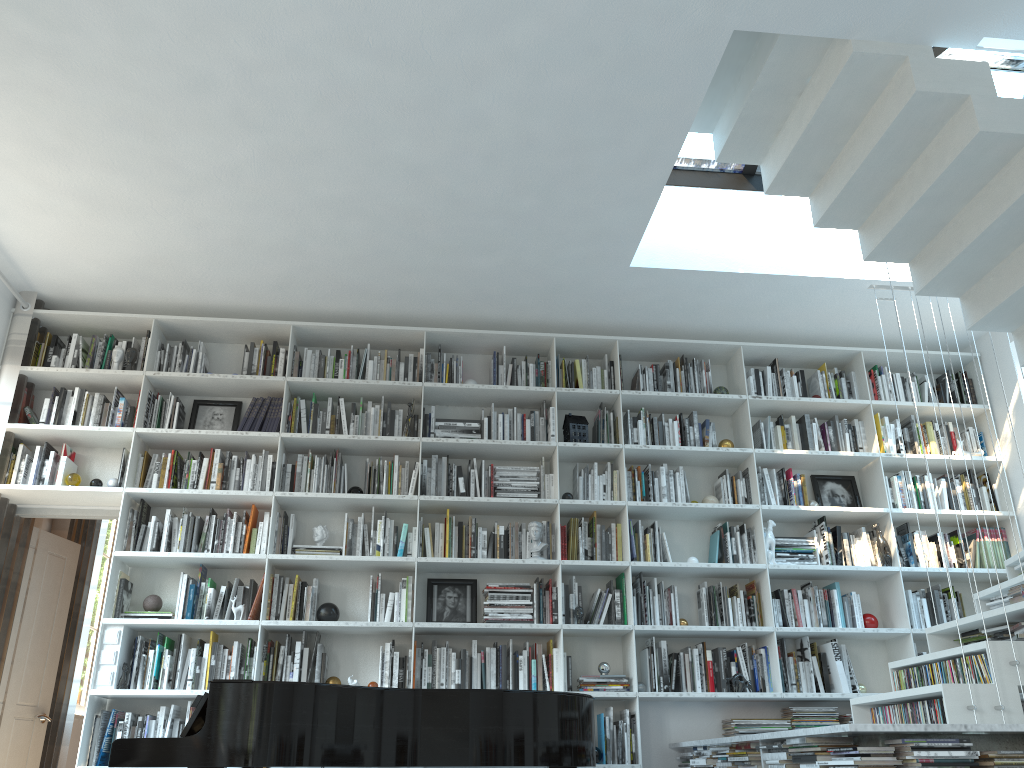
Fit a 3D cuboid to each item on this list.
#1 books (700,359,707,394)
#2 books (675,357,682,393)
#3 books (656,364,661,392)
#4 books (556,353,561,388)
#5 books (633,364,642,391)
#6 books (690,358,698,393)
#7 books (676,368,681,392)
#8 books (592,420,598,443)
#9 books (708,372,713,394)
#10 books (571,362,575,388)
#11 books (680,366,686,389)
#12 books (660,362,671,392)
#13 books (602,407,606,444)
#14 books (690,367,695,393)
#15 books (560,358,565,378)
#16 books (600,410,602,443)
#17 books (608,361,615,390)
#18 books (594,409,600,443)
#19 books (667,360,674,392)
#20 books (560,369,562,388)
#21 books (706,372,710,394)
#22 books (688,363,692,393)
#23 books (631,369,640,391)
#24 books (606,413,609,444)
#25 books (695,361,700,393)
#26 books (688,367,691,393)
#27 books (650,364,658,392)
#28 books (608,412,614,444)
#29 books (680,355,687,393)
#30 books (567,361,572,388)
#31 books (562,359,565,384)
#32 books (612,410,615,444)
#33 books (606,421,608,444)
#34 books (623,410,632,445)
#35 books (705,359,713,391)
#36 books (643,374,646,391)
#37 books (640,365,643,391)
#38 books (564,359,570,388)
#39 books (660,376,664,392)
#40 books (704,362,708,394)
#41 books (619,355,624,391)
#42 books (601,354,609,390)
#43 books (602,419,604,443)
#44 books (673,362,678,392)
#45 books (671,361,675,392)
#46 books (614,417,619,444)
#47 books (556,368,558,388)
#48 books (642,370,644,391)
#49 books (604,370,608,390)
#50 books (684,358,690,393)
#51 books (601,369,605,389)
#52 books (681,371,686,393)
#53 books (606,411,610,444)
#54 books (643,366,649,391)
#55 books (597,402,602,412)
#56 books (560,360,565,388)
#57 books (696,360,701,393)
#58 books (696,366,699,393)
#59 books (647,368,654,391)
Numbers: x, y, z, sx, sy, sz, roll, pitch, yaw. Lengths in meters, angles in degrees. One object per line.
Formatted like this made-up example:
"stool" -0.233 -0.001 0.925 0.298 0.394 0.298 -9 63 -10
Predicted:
"books" 1.269 0.009 5.972 0.013 0.295 0.189 2 -23 -6
"books" 1.109 -0.003 5.962 0.006 0.311 0.179 2 -23 -6
"books" 0.964 0.019 5.943 0.021 0.255 0.169 2 -23 -6
"books" 0.301 -0.030 5.876 0.007 0.297 0.182 2 -23 -6
"books" 0.838 0.015 5.918 0.009 0.243 0.174 2 -23 -6
"books" 1.214 0.002 5.968 0.008 0.305 0.183 2 -23 -6
"books" 1.097 0.031 5.940 0.018 0.230 0.160 2 -23 -6
"books" 0.537 0.358 5.752 0.019 0.213 0.156 2 -23 -6
"books" 1.308 0.050 5.957 0.014 0.208 0.189 2 -23 -6
"books" 0.391 -0.001 5.862 0.015 0.232 0.171 2 -23 -6
"books" 1.134 0.025 5.952 0.008 0.250 0.171 2 -23 -6
"books" 1.022 0.011 5.927 0.028 0.257 0.185 2 -23 -6
"books" 0.587 0.316 5.748 0.021 0.286 0.180 2 -23 -6
"books" 1.197 0.029 5.964 0.024 0.251 0.150 2 -23 -6
"books" 0.336 -0.017 5.883 0.007 0.278 0.151 2 -23 -6
"books" 0.563 0.325 5.748 0.022 0.270 0.182 2 -23 -6
"books" 0.649 -0.001 5.890 0.029 0.252 0.187 2 -23 -6
"books" 0.548 0.319 5.734 0.021 0.271 0.191 2 -23 -6
"books" 1.046 0.006 5.958 0.024 0.291 0.168 2 -23 -6
"books" 0.312 0.022 5.863 0.015 0.192 0.160 2 -23 -6
"books" 1.292 0.050 5.965 0.018 0.213 0.158 2 -23 -6
"books" 1.181 0.019 5.967 0.008 0.273 0.163 2 -23 -6
"books" 0.812 0.030 5.901 0.046 0.205 0.184 2 -23 -6
"books" 0.608 0.335 5.752 0.005 0.254 0.159 2 -23 -6
"books" 1.238 0.011 5.980 0.019 0.298 0.137 2 -23 -6
"books" 1.170 0.017 5.971 0.012 0.279 0.144 2 -23 -6
"books" 0.939 0.018 5.938 0.030 0.254 0.162 2 -23 -6
"books" 0.632 0.334 5.740 0.013 0.247 0.187 2 -23 -6
"books" 1.141 -0.011 5.967 0.007 0.328 0.184 2 -23 -6
"books" 0.377 -0.008 5.882 0.008 0.261 0.143 2 -23 -6
"books" 0.331 -0.013 5.868 0.006 0.258 0.166 2 -23 -6
"books" 0.652 0.329 5.782 0.005 0.290 0.131 2 -23 -6
"books" 0.598 0.359 5.752 0.013 0.209 0.140 2 -23 -6
"books" 0.749 0.329 5.773 0.012 0.284 0.160 2 -23 -6
"books" 1.318 0.006 5.978 0.006 0.305 0.164 2 -23 -6
"books" 0.869 0.048 5.916 0.009 0.182 0.161 2 -23 -6
"books" 0.847 0.019 5.927 0.011 0.243 0.173 2 -23 -6
"books" 0.357 -0.011 5.873 0.034 0.260 0.158 2 -23 -6
"books" 0.989 0.057 5.949 0.031 0.189 0.133 2 -23 -6
"books" 1.280 0.015 5.964 0.008 0.277 0.181 2 -23 -6
"books" 0.711 -0.021 5.907 0.019 0.303 0.176 2 -23 -6
"books" 0.625 -0.023 5.933 0.012 0.328 0.129 2 -23 -6
"books" 0.575 0.357 5.752 0.024 0.216 0.169 2 -23 -6
"books" 1.083 0.013 5.966 0.007 0.284 0.160 2 -23 -6
"books" 1.065 0.010 5.971 0.017 0.294 0.139 2 -23 -6
"books" 0.663 0.351 5.736 0.008 0.213 0.224 2 -24 -6
"books" 0.288 0.020 5.873 0.016 0.203 0.144 2 -23 -6
"books" 0.857 0.018 5.938 0.012 0.254 0.134 2 -23 -6
"books" 0.609 0.031 5.889 0.022 0.193 0.182 2 -23 -6
"books" 1.154 -0.003 5.947 0.015 0.298 0.184 2 -23 -6
"books" 0.585 0.029 5.895 0.025 0.202 0.163 2 -23 -6
"books" 1.122 0.042 5.927 0.018 0.200 0.189 2 -23 -6
"books" 0.614 0.332 5.785 0.013 0.287 0.132 2 -23 -6
"books" 0.881 0.022 5.915 0.013 0.228 0.174 2 -23 -6
"books" 0.569 0.300 5.776 0.025 0.338 0.143 2 -23 -6
"books" 0.326 -0.010 5.850 0.007 0.238 0.192 2 -23 -6
"books" 1.249 0.008 6.001 0.008 0.320 0.134 2 -23 -6
"books" 1.224 0.027 5.966 0.014 0.257 0.150 2 -23 -6
"books" 0.910 0.030 5.930 0.028 0.225 0.164 2 -23 -6
